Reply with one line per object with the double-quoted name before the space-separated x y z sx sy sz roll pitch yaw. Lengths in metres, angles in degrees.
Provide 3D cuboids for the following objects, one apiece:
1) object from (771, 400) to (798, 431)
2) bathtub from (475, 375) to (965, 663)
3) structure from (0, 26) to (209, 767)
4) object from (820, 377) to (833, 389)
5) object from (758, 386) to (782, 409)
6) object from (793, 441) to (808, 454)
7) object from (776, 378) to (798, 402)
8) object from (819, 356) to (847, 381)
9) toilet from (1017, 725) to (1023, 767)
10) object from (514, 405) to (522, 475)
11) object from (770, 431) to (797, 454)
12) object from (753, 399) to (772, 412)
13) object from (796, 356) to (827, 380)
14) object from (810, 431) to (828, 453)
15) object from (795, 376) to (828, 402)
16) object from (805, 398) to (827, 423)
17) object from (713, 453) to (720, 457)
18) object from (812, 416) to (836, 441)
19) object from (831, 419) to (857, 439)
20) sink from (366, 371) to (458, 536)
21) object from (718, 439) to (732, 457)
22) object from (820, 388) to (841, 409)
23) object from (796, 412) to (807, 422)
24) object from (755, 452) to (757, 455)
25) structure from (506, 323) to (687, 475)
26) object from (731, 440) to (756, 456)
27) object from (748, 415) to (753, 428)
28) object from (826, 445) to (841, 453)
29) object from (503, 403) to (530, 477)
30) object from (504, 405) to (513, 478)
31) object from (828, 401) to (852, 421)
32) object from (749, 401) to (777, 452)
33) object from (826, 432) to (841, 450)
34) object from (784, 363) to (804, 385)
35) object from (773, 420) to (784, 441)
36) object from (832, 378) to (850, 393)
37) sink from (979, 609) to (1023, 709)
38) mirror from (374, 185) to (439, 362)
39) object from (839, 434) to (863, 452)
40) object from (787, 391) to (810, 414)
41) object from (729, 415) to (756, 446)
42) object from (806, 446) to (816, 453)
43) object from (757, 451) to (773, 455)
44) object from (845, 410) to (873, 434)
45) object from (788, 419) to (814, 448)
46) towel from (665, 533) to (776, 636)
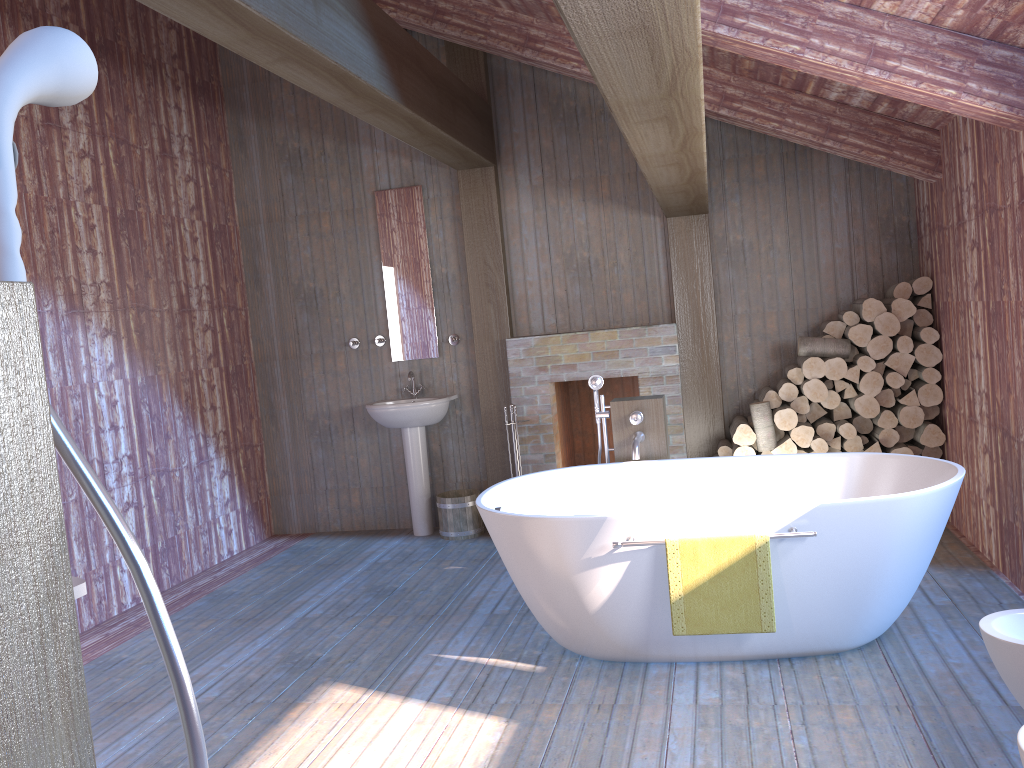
"object" 1.681 0.189 5.494 0.138 0.147 0.440 -5 4 14
"bathtub" 0.818 0.521 3.772 1.935 1.109 1.460 -3 5 35
"structure" -0.537 0.294 0.891 0.328 2.209 0.522 -3 5 34
"object" 1.917 -0.006 5.406 0.057 0.061 0.156 -5 4 12
"object" 1.609 0.082 5.543 0.114 0.113 0.301 -5 4 11
"object" 1.785 0.417 5.486 0.088 0.092 0.280 -4 4 14
"object" 1.695 0.033 5.469 0.115 0.123 0.291 -4 4 14
"object" 1.944 -0.112 5.411 0.138 0.147 0.440 -5 4 14
"toilet" 1.361 0.951 1.838 0.534 0.400 0.375 -4 4 14
"object" 0.077 0.568 5.761 0.126 0.871 0.206 -8 5 -34
"object" 1.673 0.391 5.538 0.155 0.174 0.483 -5 4 12
"object" 1.586 0.164 5.625 0.108 0.113 0.302 -5 4 14
"object" 1.831 -0.116 5.436 0.135 0.145 0.439 -5 4 14
"object" 1.862 0.350 5.462 0.098 0.100 0.437 -5 4 11
"object" 1.831 0.021 5.442 0.141 0.143 0.437 -5 4 11
"object" 1.886 0.152 5.543 0.128 0.150 0.323 -5 4 13
"object" 1.323 0.520 5.600 0.117 0.120 0.370 -5 4 12
"object" 1.916 0.270 5.451 0.114 0.120 0.303 -4 4 14
"object" 2.014 0.259 5.423 0.098 0.100 0.437 -5 4 11
"sink" -0.678 0.489 6.096 0.582 1.143 0.475 -5 4 13
"object" 1.362 0.419 5.639 0.101 0.103 0.242 -4 4 14
"object" 1.931 0.078 5.423 0.115 0.123 0.291 -4 4 14
"object" 1.778 0.196 5.482 0.064 0.068 0.174 -5 4 12
"object" 1.524 0.500 5.660 0.086 0.085 0.278 -5 4 11
"structure" 0.587 0.302 5.934 1.130 1.330 0.226 -5 4 13
"object" 1.448 0.420 5.565 0.137 0.133 0.437 -5 4 11
"object" 1.553 0.249 5.638 0.099 0.093 0.280 -4 4 14
"object" 1.991 0.422 5.543 0.121 0.124 0.291 -4 4 14
"object" 0.017 0.566 5.840 0.333 0.888 0.276 -8 5 -35
"object" -0.064 0.566 5.805 0.136 0.846 0.062 -6 4 -5
"object" 2.033 0.155 5.512 0.104 0.127 0.321 -5 4 14
"object" 1.520 0.255 5.360 0.147 0.298 0.109 -4 4 16
"object" 1.954 0.344 5.448 0.086 0.089 0.279 -5 4 11
"object" 1.743 -0.062 5.466 0.106 0.112 0.282 -4 4 14
"object" 1.650 0.283 5.605 0.121 0.124 0.291 -4 4 14
"object" 1.995 -0.004 5.404 0.088 0.092 0.280 -4 4 14
"sink" 1.646 0.815 2.569 0.515 0.517 0.335 -4 4 14
"mirror" -0.736 -0.768 6.212 0.350 1.199 0.009 -5 4 13
"object" 2.063 0.351 5.425 0.111 0.113 0.301 -5 4 12
"object" 1.763 0.116 5.478 0.111 0.113 0.301 -5 4 12
"object" 1.443 0.289 5.566 0.139 0.137 0.455 -5 4 11
"object" 1.860 0.443 5.485 0.114 0.120 0.303 -4 4 14
"object" 1.618 0.451 5.632 0.115 0.123 0.291 -4 4 14
"object" 2.144 0.232 5.494 0.116 0.118 0.289 -5 4 11
"object" 1.780 0.289 5.496 0.139 0.148 0.458 -5 4 14
"towel" 0.755 0.729 3.216 0.370 0.361 0.032 -5 4 10
